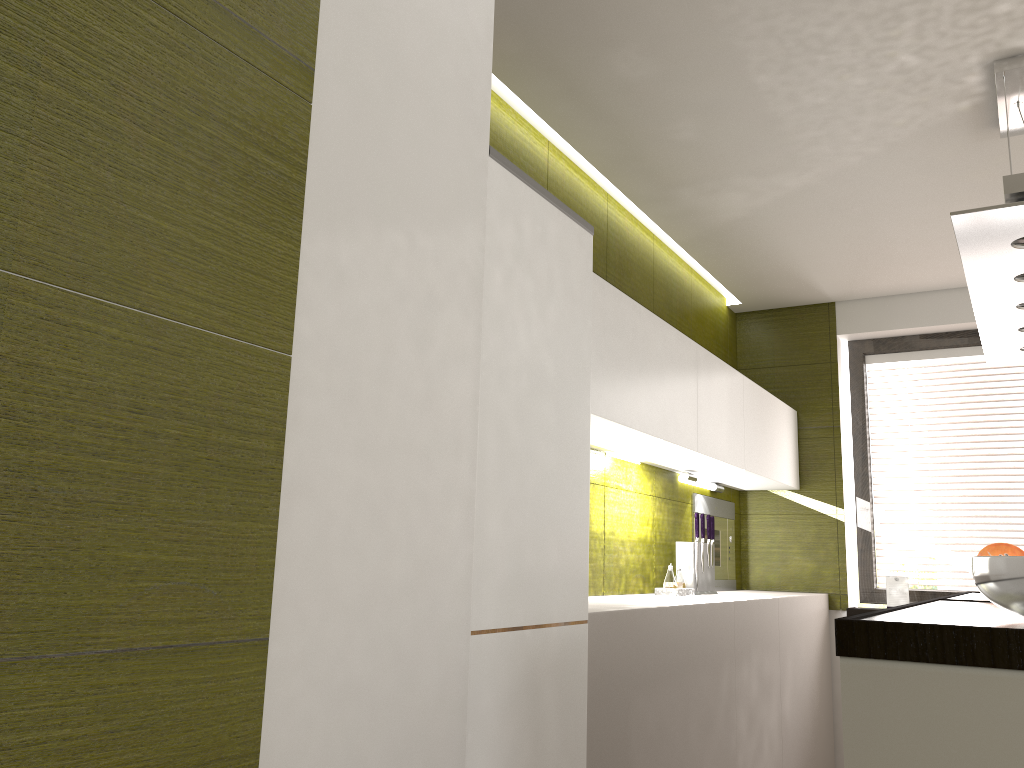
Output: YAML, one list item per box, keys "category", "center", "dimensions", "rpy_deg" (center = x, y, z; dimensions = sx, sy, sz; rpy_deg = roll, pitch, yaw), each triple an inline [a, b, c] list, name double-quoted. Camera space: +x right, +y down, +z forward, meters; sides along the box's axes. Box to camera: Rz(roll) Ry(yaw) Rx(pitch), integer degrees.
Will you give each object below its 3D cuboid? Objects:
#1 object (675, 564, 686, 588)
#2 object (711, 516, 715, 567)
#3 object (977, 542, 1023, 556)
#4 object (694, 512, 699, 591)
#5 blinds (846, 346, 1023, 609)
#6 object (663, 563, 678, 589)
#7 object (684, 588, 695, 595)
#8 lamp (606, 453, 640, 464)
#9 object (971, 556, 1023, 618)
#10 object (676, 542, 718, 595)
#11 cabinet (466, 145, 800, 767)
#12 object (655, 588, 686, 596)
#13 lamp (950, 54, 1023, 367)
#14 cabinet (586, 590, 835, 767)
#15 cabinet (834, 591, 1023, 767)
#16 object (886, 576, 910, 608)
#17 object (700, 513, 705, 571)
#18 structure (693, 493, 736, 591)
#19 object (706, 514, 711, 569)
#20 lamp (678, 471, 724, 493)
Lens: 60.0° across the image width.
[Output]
- category: "object"
  center: [0.708, 0.823, 3.758]
  dimensions: [0.059, 0.121, 0.059]
  rpy_deg: [2, -11, -2]
- category: "object"
  center: [0.911, 0.717, 4.036]
  dimensions: [0.013, 0.231, 0.040]
  rpy_deg: [-5, -13, 30]
- category: "object"
  center: [1.760, 0.657, 3.174]
  dimensions: [0.184, 0.178, 0.055]
  rpy_deg: [-4, -13, 26]
- category: "object"
  center: [0.800, 0.726, 3.841]
  dimensions: [0.013, 0.339, 0.046]
  rpy_deg: [-5, -13, 30]
- category: "blinds"
  center: [1.476, -1.284, 9.036]
  dimensions: [16.000, 12.704, 9.030]
  rpy_deg: [6, -12, -20]
- category: "object"
  center: [0.650, 0.797, 3.635]
  dimensions: [0.059, 0.121, 0.059]
  rpy_deg: [4, -12, -13]
- category: "object"
  center: [0.707, 0.877, 3.747]
  dimensions: [0.107, 0.032, 0.107]
  rpy_deg: [-8, -15, 41]
- category: "lamp"
  center: [0.454, 0.304, 3.599]
  dimensions: [0.008, 0.008, 0.334]
  rpy_deg: [-5, -13, 30]
- category: "object"
  center: [0.926, 0.338, 1.444]
  dimensions: [0.311, 0.105, 0.311]
  rpy_deg: [-9, -15, 42]
- category: "object"
  center: [0.817, 0.820, 3.938]
  dimensions: [0.107, 0.227, 0.293]
  rpy_deg: [-5, -13, 30]
- category: "cabinet"
  center: [0.479, 0.847, 3.357]
  dimensions: [0.724, 2.089, 3.471]
  rpy_deg: [-5, -13, 30]
- category: "object"
  center: [0.648, 0.851, 3.624]
  dimensions: [0.107, 0.032, 0.107]
  rpy_deg: [-5, -13, 30]
- category: "lamp"
  center: [1.547, -0.564, 2.667]
  dimensions: [0.326, 0.683, 1.677]
  rpy_deg: [-5, -13, 30]
- category: "cabinet"
  center: [0.704, 1.379, 3.422]
  dimensions: [0.465, 1.086, 2.940]
  rpy_deg: [-5, -13, 30]
- category: "cabinet"
  center: [1.488, 1.151, 2.286]
  dimensions: [0.663, 1.134, 2.947]
  rpy_deg: [-5, -13, 30]
- category: "object"
  center: [1.967, 1.067, 4.522]
  dimensions: [0.106, 0.169, 0.057]
  rpy_deg: [-3, -12, 24]
- category: "object"
  center: [0.841, 0.703, 3.916]
  dimensions: [0.013, 0.264, 0.042]
  rpy_deg: [-5, -13, 30]
- category: "structure"
  center: [1.042, 0.820, 4.528]
  dimensions: [0.015, 0.469, 0.663]
  rpy_deg: [-5, -13, 30]
- category: "object"
  center: [0.886, 0.709, 3.993]
  dimensions: [0.013, 0.243, 0.036]
  rpy_deg: [-5, -13, 30]
- category: "lamp"
  center: [0.935, 0.482, 4.322]
  dimensions: [0.095, 0.041, 0.716]
  rpy_deg: [-5, -13, 30]
